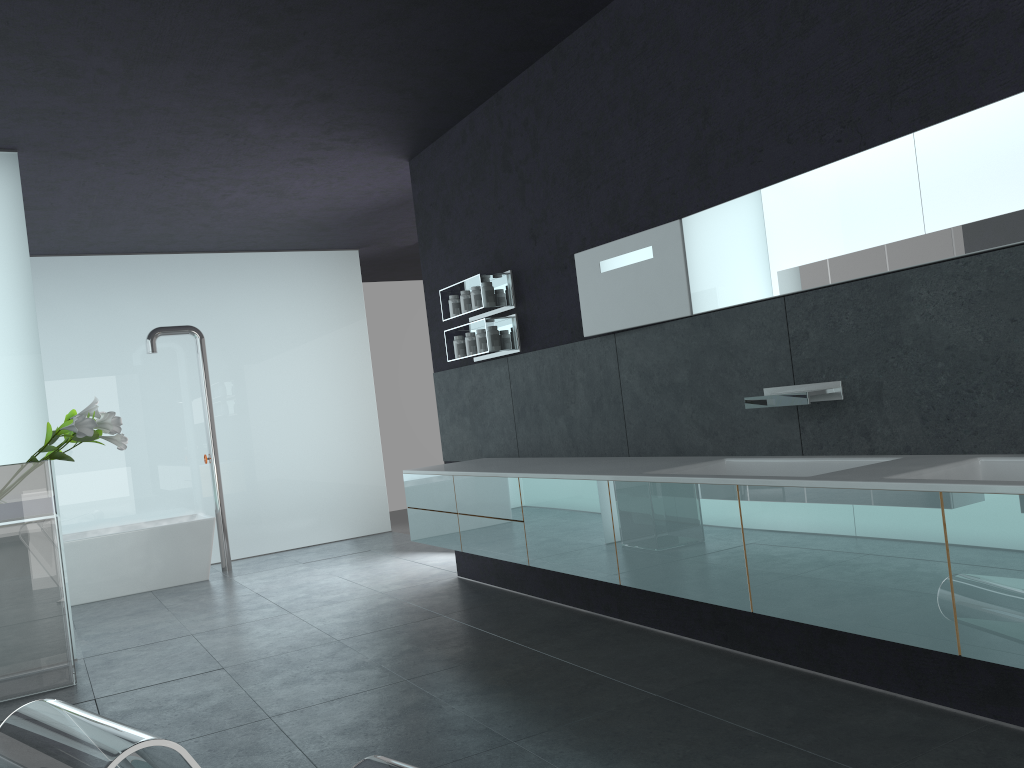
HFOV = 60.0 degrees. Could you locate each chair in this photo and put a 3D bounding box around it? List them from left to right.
[{"bbox_3d":[-0.627,1.199,2.486,0.630,0.871,1.260,-7,-1,43],"label":"chair"}]

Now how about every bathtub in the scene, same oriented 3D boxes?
[{"bbox_3d":[-4.265,1.799,9.547,1.975,0.858,0.961,-6,-1,-29],"label":"bathtub"}]

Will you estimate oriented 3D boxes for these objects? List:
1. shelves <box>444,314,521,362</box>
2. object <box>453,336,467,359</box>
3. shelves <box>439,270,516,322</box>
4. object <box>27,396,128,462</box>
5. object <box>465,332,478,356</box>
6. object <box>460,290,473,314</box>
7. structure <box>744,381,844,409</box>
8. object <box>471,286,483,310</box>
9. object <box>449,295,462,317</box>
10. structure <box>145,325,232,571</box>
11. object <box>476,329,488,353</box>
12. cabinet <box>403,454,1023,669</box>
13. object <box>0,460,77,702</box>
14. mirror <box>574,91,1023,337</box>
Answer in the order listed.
[{"bbox_3d":[-0.242,-0.341,6.877,0.265,0.285,0.770,-6,-1,-29],"label":"shelves"},{"bbox_3d":[-0.416,-0.293,7.100,0.096,0.184,0.068,-7,0,-37],"label":"object"},{"bbox_3d":[-0.281,-0.667,6.878,0.265,0.285,0.770,-6,-1,-29],"label":"shelves"},{"bbox_3d":[-3.110,0.483,5.934,1.023,0.779,0.975,-6,-1,-37],"label":"object"},{"bbox_3d":[-0.314,-0.309,6.912,0.096,0.184,0.068,-7,0,-20],"label":"object"},{"bbox_3d":[-0.352,-0.634,6.912,0.096,0.184,0.068,-7,0,-20],"label":"object"},{"bbox_3d":[1.310,0.055,4.201,0.186,0.088,0.482,-6,-1,-29],"label":"structure"},{"bbox_3d":[-0.262,-0.649,6.747,0.096,0.184,0.068,-7,0,-31],"label":"object"},{"bbox_3d":[-0.455,-0.618,7.100,0.096,0.184,0.068,-7,0,-37],"label":"object"},{"bbox_3d":[-3.628,0.773,9.960,0.642,2.871,0.123,-7,0,-29],"label":"structure"},{"bbox_3d":[-0.224,-0.323,6.747,0.096,0.184,0.068,-7,0,-31],"label":"object"},{"bbox_3d":[0.832,0.703,4.648,0.733,0.556,5.589,-6,-1,-29],"label":"cabinet"},{"bbox_3d":[-3.333,1.284,5.933,0.584,1.491,0.576,-7,0,-29],"label":"object"},{"bbox_3d":[1.399,-0.711,4.049,0.109,0.532,3.727,-7,-1,-30],"label":"mirror"}]
